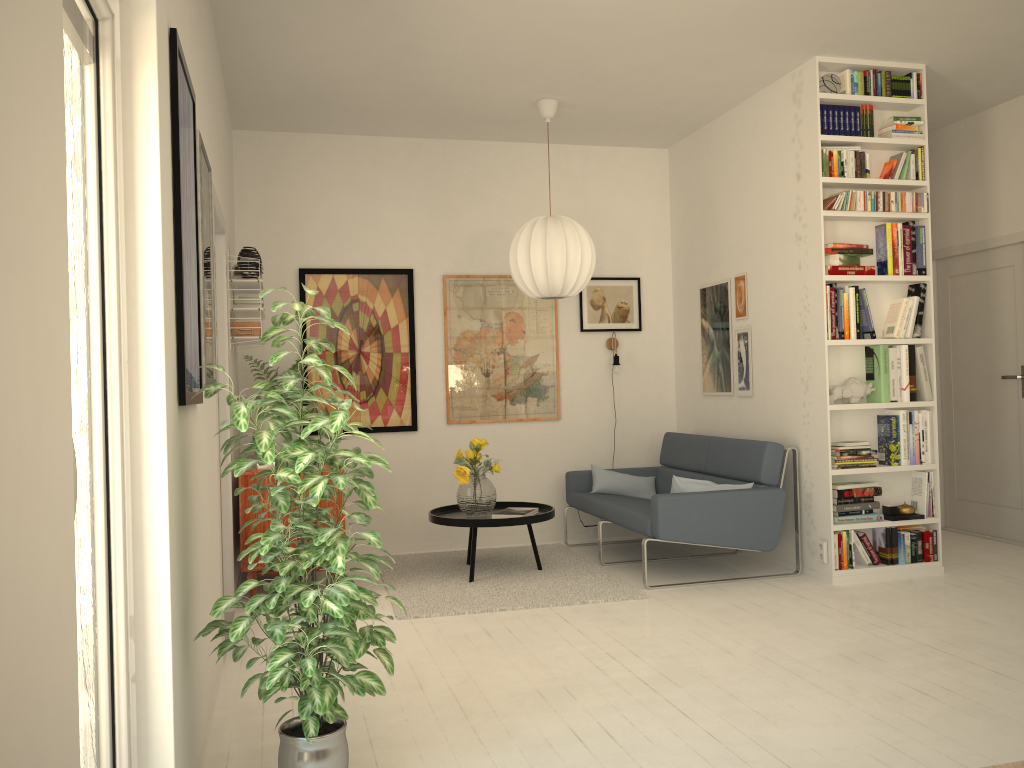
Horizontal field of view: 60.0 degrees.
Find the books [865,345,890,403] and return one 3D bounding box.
[{"bbox_3d":[2.058,-0.055,5.060,0.056,0.328,0.228,-1,0,-15],"label":"books"}]

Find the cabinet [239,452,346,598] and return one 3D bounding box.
[{"bbox_3d":[-1.325,0.821,5.340,0.546,0.727,1.262,-2,0,-15],"label":"cabinet"}]

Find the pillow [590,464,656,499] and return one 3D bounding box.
[{"bbox_3d":[0.788,0.694,6.249,0.540,0.277,0.157,-2,-1,-13],"label":"pillow"}]

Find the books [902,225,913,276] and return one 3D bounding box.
[{"bbox_3d":[2.225,-0.756,5.118,0.059,0.291,0.182,-1,-1,-15],"label":"books"}]

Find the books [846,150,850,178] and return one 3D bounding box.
[{"bbox_3d":[1.837,-1.219,5.032,0.028,0.159,0.222,-1,0,-15],"label":"books"}]

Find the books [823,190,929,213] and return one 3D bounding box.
[{"bbox_3d":[2.004,-1.016,5.072,0.664,0.110,0.278,-2,0,-15],"label":"books"}]

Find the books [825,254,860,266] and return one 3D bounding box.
[{"bbox_3d":[1.854,-0.686,5.024,0.268,0.064,0.128,-1,0,-44],"label":"books"}]

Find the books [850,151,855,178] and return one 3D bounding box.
[{"bbox_3d":[1.869,-1.218,5.033,0.035,0.158,0.199,-1,0,-15],"label":"books"}]

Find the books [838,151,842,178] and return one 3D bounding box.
[{"bbox_3d":[1.799,-1.218,5.021,0.024,0.155,0.188,-1,0,-15],"label":"books"}]

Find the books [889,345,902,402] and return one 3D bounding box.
[{"bbox_3d":[2.154,-0.055,5.108,0.023,0.321,0.235,-1,0,-15],"label":"books"}]

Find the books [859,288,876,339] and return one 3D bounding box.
[{"bbox_3d":[1.965,-0.391,5.041,0.093,0.288,0.200,-1,0,-15],"label":"books"}]

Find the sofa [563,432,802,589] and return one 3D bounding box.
[{"bbox_3d":[1.003,0.732,5.653,0.964,0.773,1.603,-2,0,-15],"label":"sofa"}]

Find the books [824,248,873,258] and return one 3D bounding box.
[{"bbox_3d":[1.851,-0.737,5.037,0.314,0.035,0.205,-2,0,-15],"label":"books"}]

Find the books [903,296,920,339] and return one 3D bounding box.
[{"bbox_3d":[2.257,-0.376,5.126,0.092,0.244,0.196,-1,0,-15],"label":"books"}]

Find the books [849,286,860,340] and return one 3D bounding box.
[{"bbox_3d":[1.905,-0.397,5.013,0.033,0.306,0.150,-1,-1,-15],"label":"books"}]

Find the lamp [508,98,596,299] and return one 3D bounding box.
[{"bbox_3d":[0.236,-1.147,5.508,0.536,1.229,0.536,-2,-1,19],"label":"lamp"}]

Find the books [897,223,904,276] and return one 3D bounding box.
[{"bbox_3d":[2.181,-0.759,5.113,0.029,0.301,0.185,-1,-1,-15],"label":"books"}]

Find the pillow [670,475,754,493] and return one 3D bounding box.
[{"bbox_3d":[1.107,0.671,5.013,0.533,0.353,0.141,-2,-1,-15],"label":"pillow"}]

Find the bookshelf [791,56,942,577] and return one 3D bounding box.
[{"bbox_3d":[2.023,-0.363,5.068,0.710,2.900,0.249,-1,-1,-15],"label":"bookshelf"}]

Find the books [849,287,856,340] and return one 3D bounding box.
[{"bbox_3d":[1.872,-0.390,5.012,0.032,0.291,0.189,-1,-1,-15],"label":"books"}]

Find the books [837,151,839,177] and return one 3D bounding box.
[{"bbox_3d":[1.780,-1.214,5.015,0.013,0.149,0.208,-1,0,-15],"label":"books"}]

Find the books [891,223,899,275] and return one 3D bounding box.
[{"bbox_3d":[2.148,-0.759,5.110,0.039,0.302,0.199,-1,-1,-15],"label":"books"}]

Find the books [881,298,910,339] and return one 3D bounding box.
[{"bbox_3d":[2.188,-0.370,5.077,0.115,0.232,0.133,-2,-1,-15],"label":"books"}]

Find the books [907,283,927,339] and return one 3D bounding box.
[{"bbox_3d":[2.308,-0.416,5.133,0.092,0.319,0.179,-1,-1,-15],"label":"books"}]

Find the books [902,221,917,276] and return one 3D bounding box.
[{"bbox_3d":[2.270,-0.770,5.130,0.039,0.317,0.161,-1,-1,-15],"label":"books"}]

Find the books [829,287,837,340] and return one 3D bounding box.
[{"bbox_3d":[1.747,-0.386,4.985,0.032,0.291,0.203,-1,0,-15],"label":"books"}]

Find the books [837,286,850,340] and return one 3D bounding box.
[{"bbox_3d":[1.843,-0.393,5.019,0.020,0.304,0.193,-1,-1,-15],"label":"books"}]

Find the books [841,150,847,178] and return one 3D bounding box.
[{"bbox_3d":[1.821,-1.217,5.010,0.012,0.155,0.208,-1,0,-15],"label":"books"}]

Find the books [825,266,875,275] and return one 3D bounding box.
[{"bbox_3d":[1.860,-0.627,5.015,0.301,0.056,0.202,-2,0,-15],"label":"books"}]

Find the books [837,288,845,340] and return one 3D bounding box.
[{"bbox_3d":[1.798,-0.387,4.997,0.030,0.289,0.200,-1,0,-15],"label":"books"}]

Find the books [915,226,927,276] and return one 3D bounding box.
[{"bbox_3d":[2.316,-0.757,5.140,0.054,0.289,0.179,-1,-1,-15],"label":"books"}]

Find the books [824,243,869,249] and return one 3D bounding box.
[{"bbox_3d":[1.844,-0.766,5.028,0.266,0.026,0.203,-2,0,-25],"label":"books"}]

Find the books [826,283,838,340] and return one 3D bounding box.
[{"bbox_3d":[1.772,-0.400,4.992,0.021,0.317,0.179,-1,-1,-15],"label":"books"}]

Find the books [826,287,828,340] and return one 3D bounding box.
[{"bbox_3d":[1.703,-0.390,4.987,0.021,0.301,0.222,-1,0,-15],"label":"books"}]

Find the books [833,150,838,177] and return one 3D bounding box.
[{"bbox_3d":[1.767,-1.215,4.996,0.023,0.152,0.199,-1,0,-15],"label":"books"}]

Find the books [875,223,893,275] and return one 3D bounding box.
[{"bbox_3d":[2.112,-0.760,5.107,0.032,0.300,0.200,-1,-1,-15],"label":"books"}]

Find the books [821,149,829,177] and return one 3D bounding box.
[{"bbox_3d":[1.709,-1.216,4.984,0.034,0.162,0.197,-1,0,-15],"label":"books"}]

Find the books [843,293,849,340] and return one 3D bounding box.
[{"bbox_3d":[1.826,-0.372,4.997,0.024,0.260,0.199,-1,0,-15],"label":"books"}]

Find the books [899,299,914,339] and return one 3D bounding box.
[{"bbox_3d":[2.221,-0.369,5.093,0.105,0.225,0.138,-2,-1,-15],"label":"books"}]

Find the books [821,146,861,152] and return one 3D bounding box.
[{"bbox_3d":[1.808,-1.309,5.023,0.255,0.022,0.189,-2,0,-5],"label":"books"}]

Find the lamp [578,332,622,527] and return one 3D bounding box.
[{"bbox_3d":[0.644,0.329,6.469,0.360,1.416,0.112,-1,-1,-15],"label":"lamp"}]

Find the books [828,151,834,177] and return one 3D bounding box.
[{"bbox_3d":[1.739,-1.212,4.994,0.030,0.149,0.202,-1,0,-15],"label":"books"}]

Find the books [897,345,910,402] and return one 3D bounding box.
[{"bbox_3d":[2.189,-0.057,5.103,0.037,0.324,0.240,-1,0,-15],"label":"books"}]

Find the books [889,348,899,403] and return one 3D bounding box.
[{"bbox_3d":[2.117,-0.046,5.079,0.065,0.311,0.199,-1,-1,-15],"label":"books"}]

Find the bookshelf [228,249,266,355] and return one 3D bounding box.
[{"bbox_3d":[-1.580,-0.471,5.309,0.184,0.565,0.695,-1,0,-15],"label":"bookshelf"}]

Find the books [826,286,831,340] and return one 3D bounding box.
[{"bbox_3d":[1.722,-0.390,4.986,0.015,0.301,0.207,-1,0,-15],"label":"books"}]
